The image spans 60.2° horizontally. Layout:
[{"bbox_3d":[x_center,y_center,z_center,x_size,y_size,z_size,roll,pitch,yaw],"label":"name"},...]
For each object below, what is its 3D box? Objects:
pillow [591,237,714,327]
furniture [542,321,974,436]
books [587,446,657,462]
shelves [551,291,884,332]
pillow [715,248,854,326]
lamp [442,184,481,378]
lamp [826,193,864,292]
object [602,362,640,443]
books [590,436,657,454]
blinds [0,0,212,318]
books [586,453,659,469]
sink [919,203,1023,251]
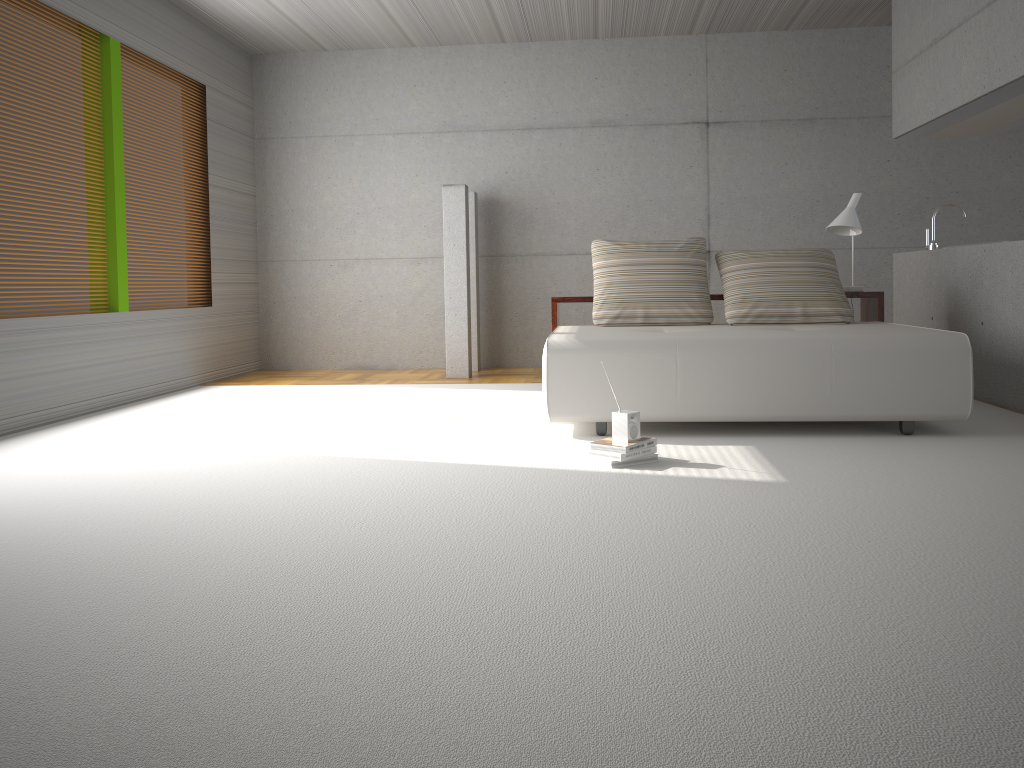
[{"bbox_3d":[0.944,-0.698,6.010,0.800,0.608,0.492,-1,4,5],"label":"pillow"},{"bbox_3d":[1.310,-0.072,5.298,2.168,0.520,1.621,0,6,6],"label":"furniture"},{"bbox_3d":[0.498,0.302,3.987,0.189,0.032,0.265,5,9,44],"label":"books"},{"bbox_3d":[1.418,-0.282,6.283,2.250,0.714,0.402,0,3,5],"label":"shelves"},{"bbox_3d":[1.792,-0.649,5.878,0.806,0.515,0.580,0,4,6],"label":"pillow"},{"bbox_3d":[-0.453,-0.937,8.096,0.200,1.687,0.801,-1,3,6],"label":"lamp"},{"bbox_3d":[2.367,-0.996,6.198,0.323,0.698,0.245,-2,2,-13],"label":"lamp"},{"bbox_3d":[0.477,0.077,3.941,0.186,0.365,0.090,-4,3,-44],"label":"object"},{"bbox_3d":[0.504,0.269,3.987,0.189,0.032,0.265,4,8,40],"label":"books"},{"bbox_3d":[-2.879,-1.420,6.254,0.012,2.037,3.550,-1,5,6],"label":"blinds"},{"bbox_3d":[0.498,0.334,3.988,0.265,0.032,0.189,-5,7,-30],"label":"books"},{"bbox_3d":[3.515,-1.069,6.412,0.766,0.537,1.712,-1,6,6],"label":"sink"}]
